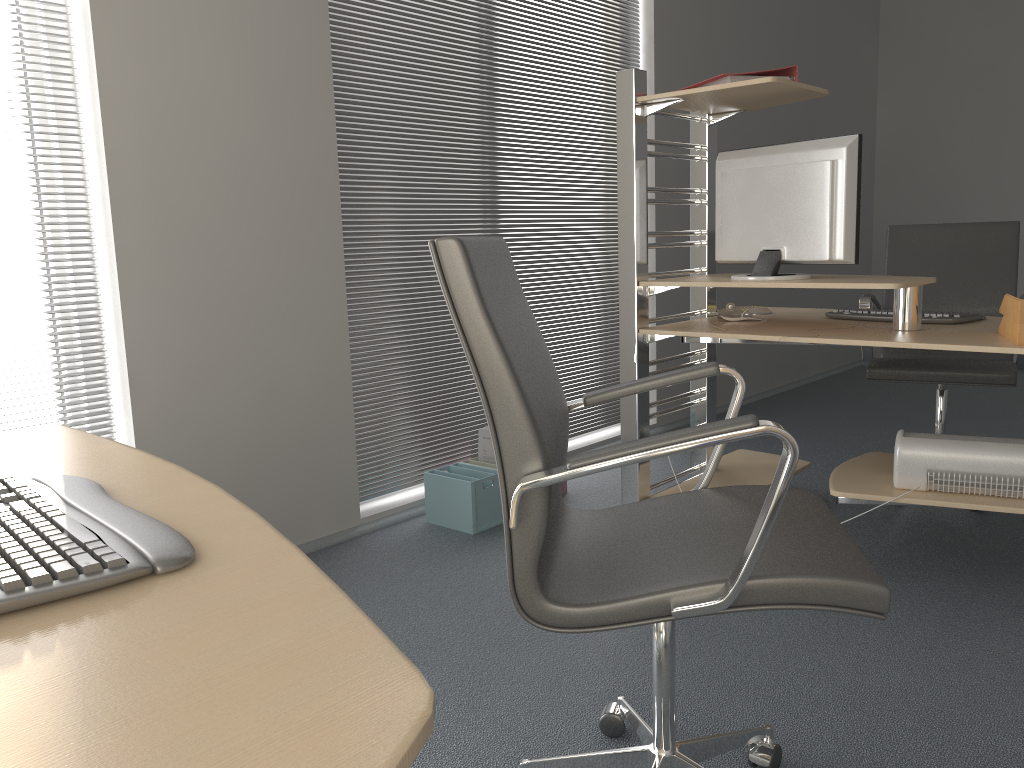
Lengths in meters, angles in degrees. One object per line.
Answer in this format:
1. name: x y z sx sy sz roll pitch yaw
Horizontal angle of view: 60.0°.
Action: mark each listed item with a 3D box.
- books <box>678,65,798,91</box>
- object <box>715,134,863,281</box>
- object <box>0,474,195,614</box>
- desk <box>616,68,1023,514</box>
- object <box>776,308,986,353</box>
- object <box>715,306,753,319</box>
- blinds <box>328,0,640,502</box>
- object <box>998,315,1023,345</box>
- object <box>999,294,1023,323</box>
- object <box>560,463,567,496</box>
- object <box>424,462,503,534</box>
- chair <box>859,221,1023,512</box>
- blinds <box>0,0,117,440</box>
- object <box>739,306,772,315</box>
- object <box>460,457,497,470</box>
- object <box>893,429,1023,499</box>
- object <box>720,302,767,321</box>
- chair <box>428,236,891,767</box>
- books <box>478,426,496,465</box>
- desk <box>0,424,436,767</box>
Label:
1. books: 0.723 -0.972 2.885 0.262 0.072 0.320 -5 10 -16
2. object: 0.809 -0.541 2.785 0.245 0.418 0.516 -6 10 -26
3. object: -0.752 0.219 0.798 0.814 0.082 0.478 -10 12 -40
4. desk: 1.227 -0.246 2.863 1.469 1.566 0.967 6 12 41
5. object: 1.112 -0.173 2.821 0.814 0.082 0.478 -10 12 -40
6. object: 0.805 -0.261 3.217 0.134 0.042 0.022 -3 9 -6
7. blinds: 0.003 -1.059 3.799 0.022 2.770 1.950 6 12 41
8. object: 1.444 -0.150 2.354 0.225 0.060 0.309 2 10 20
9. object: 1.442 -0.206 2.345 0.225 0.060 0.309 2 10 20
10. object: 0.079 0.367 3.634 0.245 0.202 0.185 2 10 23
11. object: -0.173 0.427 3.314 0.245 0.202 0.185 6 12 41
12. chair: 1.668 -0.091 3.430 0.584 1.048 0.652 3 10 28
13. blinds: -1.846 -0.662 1.733 0.037 2.749 1.950 6 12 41
14. object: 0.922 -0.283 3.375 0.132 0.026 0.132 6 12 41
15. object: -0.050 0.401 3.450 0.245 0.202 0.185 6 12 41
16. object: 1.375 0.213 2.624 0.438 0.162 0.351 3 10 26
17. object: 0.811 -0.255 3.111 0.159 0.064 0.054 -1 9 9
18. chair: 0.249 0.264 1.545 0.652 1.048 0.584 -1 9 7
19. books: -0.042 0.329 3.450 0.220 0.306 0.068 6 12 41
20. desk: -0.620 0.151 0.804 1.469 1.566 0.967 6 12 41
